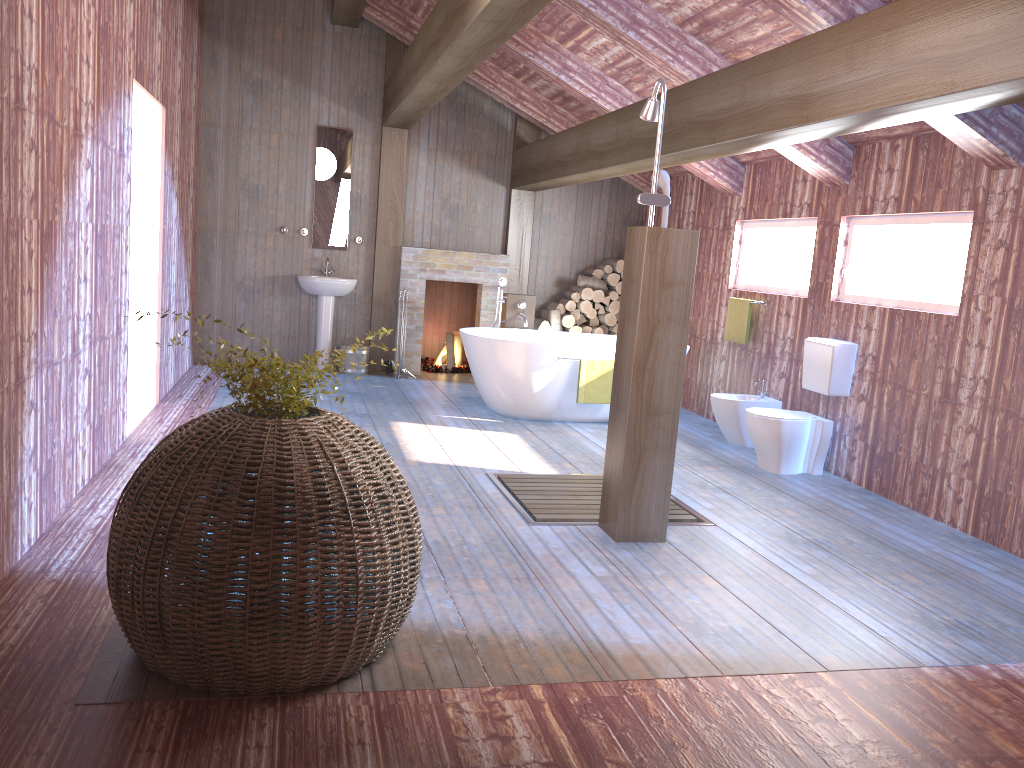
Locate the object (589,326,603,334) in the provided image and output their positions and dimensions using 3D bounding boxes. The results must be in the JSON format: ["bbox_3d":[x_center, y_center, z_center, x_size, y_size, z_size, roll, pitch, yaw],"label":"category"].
[{"bbox_3d":[0.851,-0.578,9.476,0.098,0.100,0.437,2,9,-16],"label":"object"}]

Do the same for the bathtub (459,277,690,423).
[{"bbox_3d":[0.522,-0.276,7.470,1.935,1.109,1.460,6,8,7],"label":"bathtub"}]

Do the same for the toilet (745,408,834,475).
[{"bbox_3d":[1.828,0.393,6.032,0.534,0.400,0.375,3,8,-14],"label":"toilet"}]

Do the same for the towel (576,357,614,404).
[{"bbox_3d":[0.694,-0.022,6.958,0.370,0.361,0.032,2,9,-18],"label":"towel"}]

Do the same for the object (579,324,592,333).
[{"bbox_3d":[0.750,-0.579,9.455,0.114,0.120,0.303,3,8,-13],"label":"object"}]

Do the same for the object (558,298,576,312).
[{"bbox_3d":[0.580,-0.838,9.359,0.115,0.123,0.291,3,8,-13],"label":"object"}]

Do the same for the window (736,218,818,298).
[{"bbox_3d":[2.121,-1.008,7.038,0.054,0.587,1.255,3,8,-14],"label":"window"}]

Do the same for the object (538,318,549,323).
[{"bbox_3d":[0.348,-0.654,9.450,0.099,0.093,0.280,3,8,-13],"label":"object"}]

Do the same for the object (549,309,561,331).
[{"bbox_3d":[0.446,-0.625,9.189,0.147,0.298,0.109,3,8,-12],"label":"object"}]

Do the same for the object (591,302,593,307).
[{"bbox_3d":[0.809,-0.849,9.405,0.057,0.061,0.156,2,8,-15],"label":"object"}]

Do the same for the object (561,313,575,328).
[{"bbox_3d":[0.535,-0.688,9.380,0.138,0.147,0.440,3,8,-14],"label":"object"}]

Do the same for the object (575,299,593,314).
[{"bbox_3d":[0.712,-0.834,9.398,0.141,0.143,0.437,2,9,-16],"label":"object"}]

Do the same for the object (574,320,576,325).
[{"bbox_3d":[0.624,-0.669,9.415,0.064,0.068,0.174,2,8,-15],"label":"object"}]

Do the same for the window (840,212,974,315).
[{"bbox_3d":[2.469,-0.764,5.551,0.054,0.587,1.255,3,8,-14],"label":"window"}]

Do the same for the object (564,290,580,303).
[{"bbox_3d":[0.635,-0.927,9.374,0.106,0.112,0.282,3,8,-13],"label":"object"}]

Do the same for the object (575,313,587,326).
[{"bbox_3d":[0.697,-0.708,9.518,0.128,0.150,0.323,3,8,-14],"label":"object"}]

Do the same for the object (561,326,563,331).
[{"bbox_3d":[0.444,-0.608,9.467,0.121,0.124,0.291,3,8,-13],"label":"object"}]

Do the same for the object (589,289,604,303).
[{"bbox_3d":[0.844,-0.951,9.418,0.138,0.147,0.440,3,8,-14],"label":"object"}]

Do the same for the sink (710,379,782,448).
[{"bbox_3d":[1.762,0.215,6.805,0.515,0.517,0.335,3,8,-14],"label":"sink"}]

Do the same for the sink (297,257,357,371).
[{"bbox_3d":[-1.854,-0.684,8.822,0.582,1.143,0.475,2,8,-15],"label":"sink"}]

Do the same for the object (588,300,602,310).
[{"bbox_3d":[0.878,-0.839,9.440,0.088,0.092,0.280,3,8,-13],"label":"object"}]

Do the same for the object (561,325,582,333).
[{"bbox_3d":[0.608,-0.579,9.432,0.139,0.148,0.458,3,8,-14],"label":"object"}]

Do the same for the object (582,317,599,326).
[{"bbox_3d":[0.840,-0.688,9.560,0.104,0.127,0.321,3,8,-14],"label":"object"}]

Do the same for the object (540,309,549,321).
[{"bbox_3d":[0.394,-0.734,9.451,0.108,0.113,0.302,3,8,-14],"label":"object"}]

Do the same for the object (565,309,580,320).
[{"bbox_3d":[0.624,-0.750,9.402,0.111,0.113,0.301,2,8,-15],"label":"object"}]

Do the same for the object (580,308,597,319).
[{"bbox_3d":[0.802,-0.765,9.430,0.115,0.123,0.291,3,8,-13],"label":"object"}]

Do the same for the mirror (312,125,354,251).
[{"bbox_3d":[-1.790,-1.945,8.847,0.350,1.199,0.009,2,8,-15],"label":"mirror"}]

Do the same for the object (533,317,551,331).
[{"bbox_3d":[0.280,-0.619,9.337,0.139,0.137,0.455,2,9,-16],"label":"object"}]

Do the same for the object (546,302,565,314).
[{"bbox_3d":[0.464,-0.805,9.386,0.114,0.113,0.301,2,9,-17],"label":"object"}]

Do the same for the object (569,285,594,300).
[{"bbox_3d":[0.734,-0.969,9.387,0.135,0.145,0.439,3,8,-14],"label":"object"}]

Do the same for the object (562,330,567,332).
[{"bbox_3d":[0.481,-0.492,9.424,0.155,0.174,0.483,2,9,-16],"label":"object"}]

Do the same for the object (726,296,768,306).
[{"bbox_3d":[1.908,-0.684,7.271,0.091,0.043,0.581,3,8,-14],"label":"object"}]

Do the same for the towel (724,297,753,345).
[{"bbox_3d":[1.859,-0.522,7.290,0.032,0.361,0.370,3,8,-14],"label":"towel"}]

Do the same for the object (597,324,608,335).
[{"bbox_3d":[0.936,-0.598,9.599,0.116,0.118,0.289,2,9,-17],"label":"object"}]
